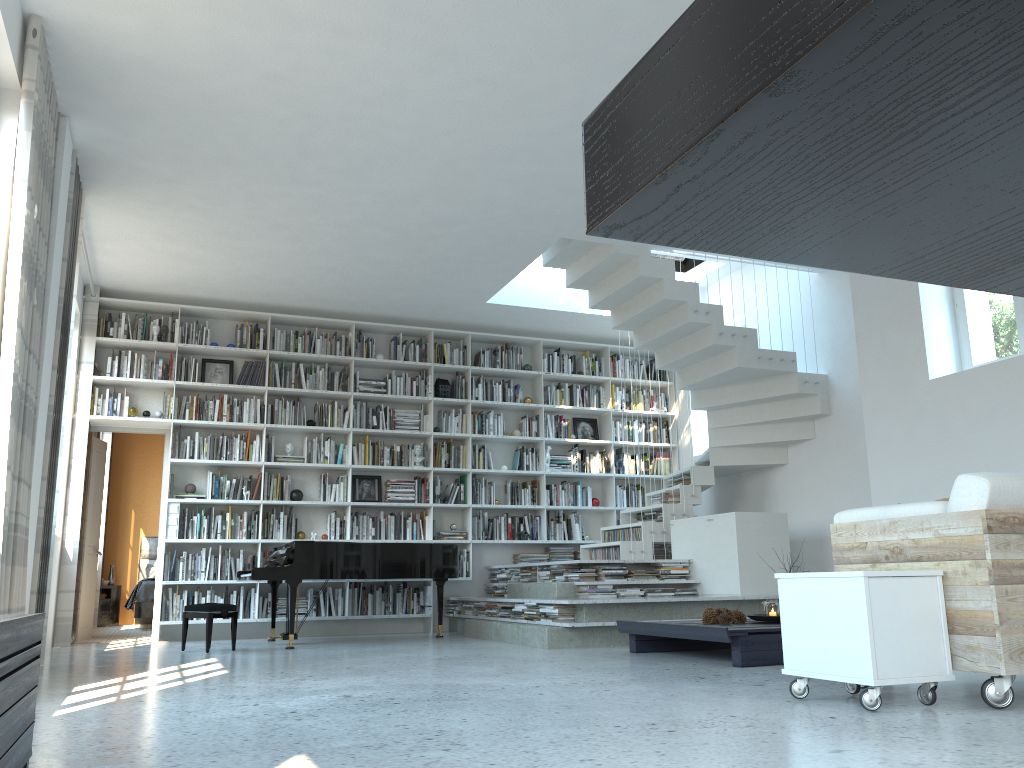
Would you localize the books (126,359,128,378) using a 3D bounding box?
[{"bbox_3d":[-3.638,-0.116,8.380,0.010,0.208,0.165,4,-13,-21],"label":"books"}]

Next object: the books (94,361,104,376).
[{"bbox_3d":[-3.859,-0.112,8.306,0.121,0.175,0.129,4,-13,-21],"label":"books"}]

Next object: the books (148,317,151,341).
[{"bbox_3d":[-3.487,-0.493,8.532,0.013,0.274,0.158,4,-13,-21],"label":"books"}]

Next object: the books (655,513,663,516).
[{"bbox_3d":[1.477,1.249,8.508,0.168,0.014,0.213,-1,-13,-2],"label":"books"}]

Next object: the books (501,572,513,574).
[{"bbox_3d":[-0.004,1.925,9.029,0.143,0.012,0.264,3,-13,-16],"label":"books"}]

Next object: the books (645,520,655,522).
[{"bbox_3d":[1.449,1.364,8.778,0.175,0.016,0.208,6,-14,-26],"label":"books"}]

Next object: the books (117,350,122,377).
[{"bbox_3d":[-3.697,-0.159,8.352,0.023,0.282,0.186,4,-13,-21],"label":"books"}]

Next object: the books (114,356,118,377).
[{"bbox_3d":[-3.720,-0.133,8.343,0.023,0.227,0.172,4,-13,-21],"label":"books"}]

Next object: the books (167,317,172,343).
[{"bbox_3d":[-3.322,-0.488,8.594,0.022,0.286,0.175,4,-13,-21],"label":"books"}]

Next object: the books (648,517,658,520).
[{"bbox_3d":[1.459,1.337,8.789,0.150,0.013,0.220,3,-13,-16],"label":"books"}]

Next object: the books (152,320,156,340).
[{"bbox_3d":[-3.445,-0.478,8.530,0.025,0.243,0.168,4,-13,-21],"label":"books"}]

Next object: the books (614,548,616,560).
[{"bbox_3d":[1.025,1.602,8.346,0.125,0.125,0.012,4,-13,-21],"label":"books"}]

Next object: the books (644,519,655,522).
[{"bbox_3d":[1.448,1.350,8.781,0.184,0.013,0.226,5,-14,-24],"label":"books"}]

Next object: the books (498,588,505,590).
[{"bbox_3d":[-0.034,2.081,8.998,0.137,0.018,0.201,5,-14,-25],"label":"books"}]

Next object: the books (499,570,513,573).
[{"bbox_3d":[-0.005,1.910,9.032,0.163,0.018,0.290,4,-14,-22],"label":"books"}]

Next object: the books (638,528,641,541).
[{"bbox_3d":[1.239,1.399,8.240,0.125,0.123,0.035,4,-13,-21],"label":"books"}]

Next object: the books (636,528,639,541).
[{"bbox_3d":[1.224,1.407,8.276,0.125,0.123,0.034,4,-13,-21],"label":"books"}]

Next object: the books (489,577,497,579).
[{"bbox_3d":[-0.117,2.028,9.282,0.179,0.012,0.262,4,-14,-21],"label":"books"}]

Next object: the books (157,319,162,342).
[{"bbox_3d":[-3.403,-0.481,8.555,0.027,0.258,0.147,4,-13,-21],"label":"books"}]

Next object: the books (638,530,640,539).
[{"bbox_3d":[1.236,1.400,8.247,0.125,0.123,0.034,4,-13,-21],"label":"books"}]

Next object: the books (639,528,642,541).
[{"bbox_3d":[1.245,1.396,8.226,0.125,0.123,0.035,4,-13,-21],"label":"books"}]

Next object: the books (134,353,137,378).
[{"bbox_3d":[-3.572,-0.141,8.407,0.013,0.268,0.162,4,-13,-21],"label":"books"}]

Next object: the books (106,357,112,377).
[{"bbox_3d":[-3.783,-0.129,8.329,0.034,0.217,0.166,4,-13,-21],"label":"books"}]

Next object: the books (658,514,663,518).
[{"bbox_3d":[1.489,1.270,8.504,0.141,0.028,0.223,0,-13,-3],"label":"books"}]

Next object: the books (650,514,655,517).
[{"bbox_3d":[1.470,1.303,8.800,0.133,0.017,0.179,3,-13,-17],"label":"books"}]

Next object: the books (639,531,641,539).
[{"bbox_3d":[1.242,1.397,8.232,0.125,0.123,0.036,4,-13,-21],"label":"books"}]

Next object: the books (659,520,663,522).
[{"bbox_3d":[1.487,1.317,8.494,0.136,0.017,0.289,-1,-13,1],"label":"books"}]

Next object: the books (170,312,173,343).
[{"bbox_3d":[-3.304,-0.513,8.601,0.014,0.337,0.168,4,-13,-21],"label":"books"}]

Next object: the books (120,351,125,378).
[{"bbox_3d":[-3.682,-0.155,8.382,0.028,0.287,0.133,4,-13,-21],"label":"books"}]

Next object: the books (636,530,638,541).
[{"bbox_3d":[1.218,1.409,8.292,0.125,0.125,0.011,4,-13,-21],"label":"books"}]

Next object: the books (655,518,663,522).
[{"bbox_3d":[1.466,1.300,8.497,0.172,0.019,0.240,-2,-13,3],"label":"books"}]

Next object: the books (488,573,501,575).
[{"bbox_3d":[-0.123,1.987,9.288,0.171,0.015,0.253,5,-14,-26],"label":"books"}]

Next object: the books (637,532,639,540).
[{"bbox_3d":[1.227,1.405,8.268,0.125,0.123,0.035,4,-13,-21],"label":"books"}]

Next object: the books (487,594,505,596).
[{"bbox_3d":[-0.155,2.207,9.265,0.163,0.019,0.188,4,-14,-22],"label":"books"}]

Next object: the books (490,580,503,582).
[{"bbox_3d":[-0.112,2.059,9.277,0.163,0.017,0.233,4,-13,-19],"label":"books"}]

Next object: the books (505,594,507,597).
[{"bbox_3d":[0.056,2.076,8.693,0.189,0.028,0.202,5,-14,-26],"label":"books"}]

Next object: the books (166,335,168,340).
[{"bbox_3d":[-3.345,-0.440,8.575,0.028,0.184,0.168,4,-13,-21],"label":"books"}]

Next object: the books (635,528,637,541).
[{"bbox_3d":[1.214,1.411,8.301,0.125,0.125,0.008,4,-13,-21],"label":"books"}]

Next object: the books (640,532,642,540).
[{"bbox_3d":[1.248,1.394,8.219,0.125,0.123,0.034,4,-13,-21],"label":"books"}]

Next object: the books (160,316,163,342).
[{"bbox_3d":[-3.389,-0.493,8.577,0.013,0.291,0.154,4,-13,-21],"label":"books"}]

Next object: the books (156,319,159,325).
[{"bbox_3d":[-3.427,-0.479,8.548,0.021,0.253,0.179,4,-13,-21],"label":"books"}]

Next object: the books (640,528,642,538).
[{"bbox_3d":[1.251,1.392,8.211,0.125,0.123,0.036,4,-13,-21],"label":"books"}]

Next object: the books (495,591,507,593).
[{"bbox_3d":[-0.051,2.105,8.986,0.180,0.016,0.183,5,-14,-24],"label":"books"}]

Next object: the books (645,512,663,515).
[{"bbox_3d":[1.447,1.286,8.795,0.177,0.014,0.194,6,-14,-26],"label":"books"}]

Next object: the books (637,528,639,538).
[{"bbox_3d":[1.230,1.404,8.261,0.125,0.122,0.037,4,-13,-21],"label":"books"}]

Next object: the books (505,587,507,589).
[{"bbox_3d":[0.060,2.003,8.711,0.181,0.017,0.250,5,-14,-24],"label":"books"}]

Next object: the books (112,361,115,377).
[{"bbox_3d":[-3.751,-0.111,8.354,0.024,0.192,0.138,4,-13,-21],"label":"books"}]

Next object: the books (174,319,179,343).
[{"bbox_3d":[-3.251,-0.474,8.581,0.024,0.251,0.235,4,-13,-21],"label":"books"}]

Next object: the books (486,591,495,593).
[{"bbox_3d":[-0.157,2.174,9.272,0.170,0.012,0.215,4,-14,-21],"label":"books"}]

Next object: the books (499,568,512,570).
[{"bbox_3d":[-0.014,1.884,9.034,0.171,0.020,0.194,5,-14,-26],"label":"books"}]

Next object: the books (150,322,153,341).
[{"bbox_3d":[-3.471,-0.469,8.532,0.021,0.226,0.156,4,-13,-21],"label":"books"}]

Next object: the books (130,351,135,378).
[{"bbox_3d":[-3.598,-0.153,8.408,0.037,0.291,0.156,4,-13,-21],"label":"books"}]

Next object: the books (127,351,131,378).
[{"bbox_3d":[-3.618,-0.156,8.379,0.021,0.285,0.179,4,-13,-21],"label":"books"}]

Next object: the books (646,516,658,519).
[{"bbox_3d":[1.446,1.324,8.786,0.189,0.012,0.156,3,-13,-18],"label":"books"}]

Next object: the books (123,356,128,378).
[{"bbox_3d":[-3.657,-0.130,8.386,0.024,0.238,0.156,4,-13,-21],"label":"books"}]

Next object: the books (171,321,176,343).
[{"bbox_3d":[-3.288,-0.472,8.606,0.025,0.259,0.138,4,-13,-21],"label":"books"}]

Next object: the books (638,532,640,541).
[{"bbox_3d":[1.233,1.402,8.253,0.125,0.123,0.034,4,-13,-21],"label":"books"}]

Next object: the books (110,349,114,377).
[{"bbox_3d":[-3.764,-0.166,8.347,0.011,0.296,0.163,4,-13,-21],"label":"books"}]
